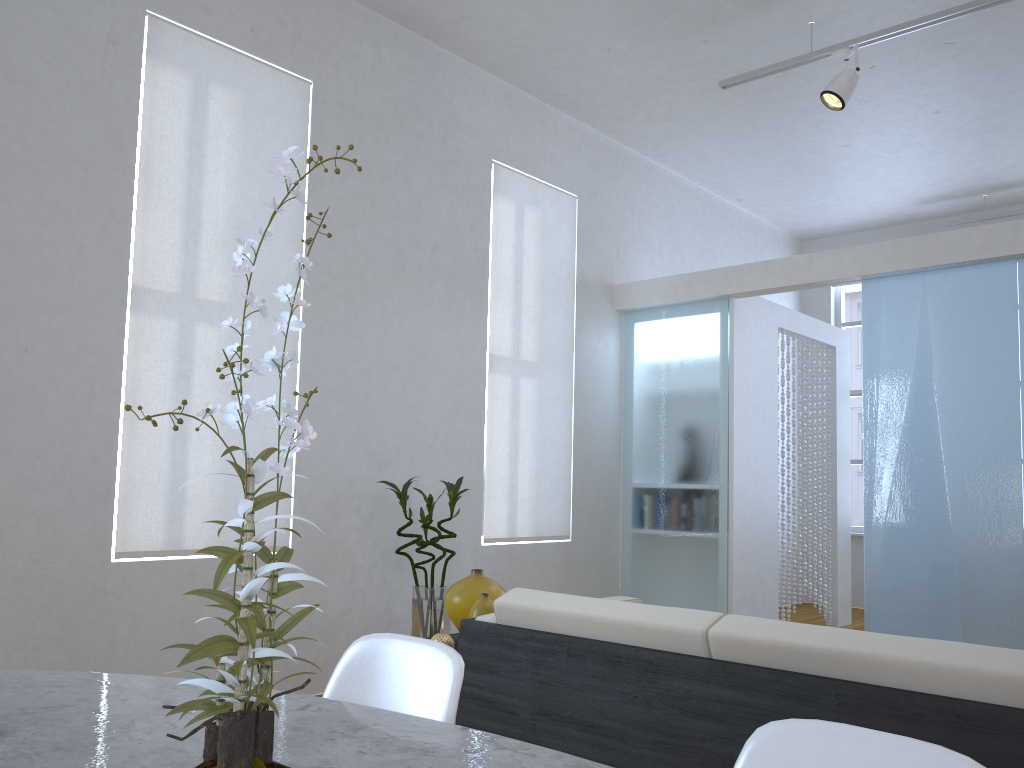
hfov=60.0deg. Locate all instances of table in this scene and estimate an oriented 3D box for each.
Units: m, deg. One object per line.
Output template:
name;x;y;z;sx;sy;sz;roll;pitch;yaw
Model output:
table;-0.328;0.684;0.631;1.912;0.621;1.073;-4;-8;41

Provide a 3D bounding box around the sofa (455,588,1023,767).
sofa;1.349;0.918;2.409;5.342;0.677;9.744;-4;-9;41

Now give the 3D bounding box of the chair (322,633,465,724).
chair;-0.286;0.538;1.180;0.406;0.351;0.420;-4;-8;41

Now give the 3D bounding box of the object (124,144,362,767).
object;-0.272;0.087;0.869;0.202;0.636;0.166;3;-5;-20

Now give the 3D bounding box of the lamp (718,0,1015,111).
lamp;2.251;-1.583;3.590;3.120;0.485;0.205;-4;-7;39

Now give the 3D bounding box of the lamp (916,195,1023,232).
lamp;4.390;-1.245;5.999;3.121;0.485;0.198;-4;-8;40

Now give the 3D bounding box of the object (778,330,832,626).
object;2.000;0.674;6.059;0.051;2.010;0.925;-3;-7;41

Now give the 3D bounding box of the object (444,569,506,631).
object;-0.113;0.698;2.815;0.207;0.215;0.207;2;-6;-7

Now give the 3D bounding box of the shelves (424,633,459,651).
shelves;-0.082;1.024;2.736;0.349;0.450;0.731;-4;-8;41

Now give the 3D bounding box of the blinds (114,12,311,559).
blinds;-1.192;-0.362;3.645;0.007;2.105;0.763;-3;-7;41

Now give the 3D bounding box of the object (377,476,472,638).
object;-0.434;0.915;4.108;0.380;0.977;0.485;0;-5;14

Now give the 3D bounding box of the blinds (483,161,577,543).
blinds;0.122;-0.154;5.124;0.007;2.105;0.763;-3;-7;41

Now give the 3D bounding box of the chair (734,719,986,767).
chair;0.209;0.495;0.714;0.420;0.351;0.406;7;-8;-44

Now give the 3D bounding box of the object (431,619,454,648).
object;-0.196;0.713;2.485;0.071;0.104;0.071;4;-6;-21

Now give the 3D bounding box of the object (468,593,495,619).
object;-0.083;0.707;2.646;0.096;0.160;0.096;2;-5;-7
